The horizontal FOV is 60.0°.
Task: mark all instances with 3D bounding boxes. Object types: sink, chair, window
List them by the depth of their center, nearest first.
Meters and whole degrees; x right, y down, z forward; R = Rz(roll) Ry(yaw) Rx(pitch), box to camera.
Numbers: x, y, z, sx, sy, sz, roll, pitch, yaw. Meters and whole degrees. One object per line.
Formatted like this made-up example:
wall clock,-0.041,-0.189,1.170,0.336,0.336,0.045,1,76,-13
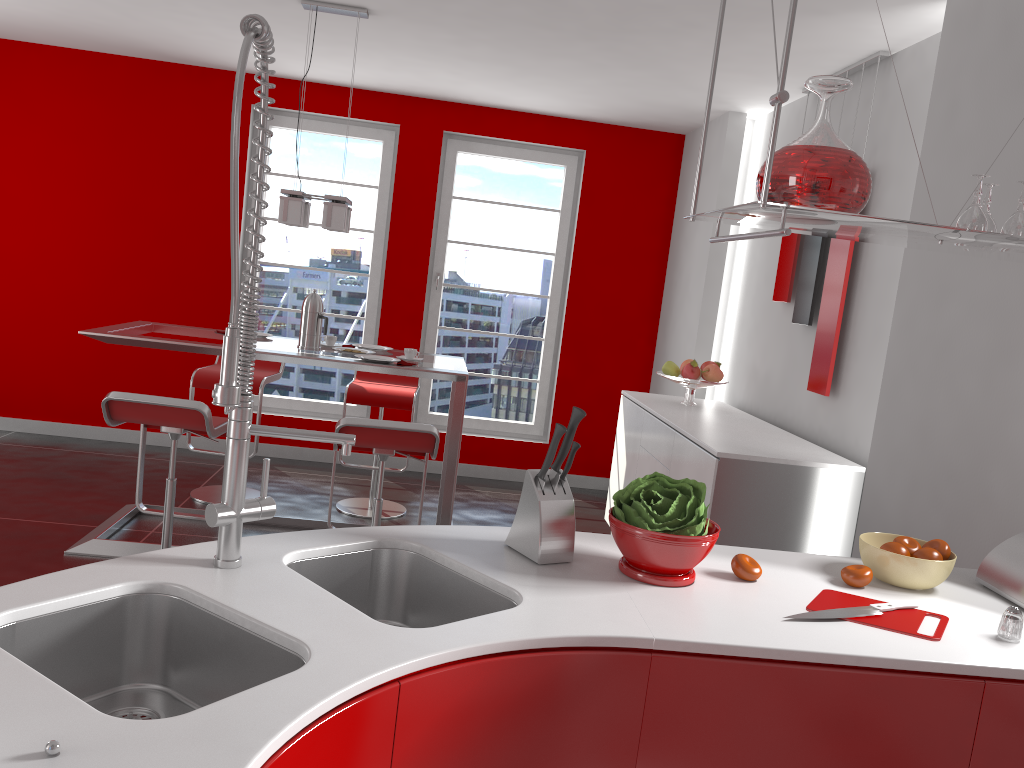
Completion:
sink,-0.530,0.467,1.275,0.428,0.172,0.326,11,8,33
sink,-0.218,0.461,1.649,0.326,0.172,0.428,0,9,-44
chair,-1.381,0.444,3.564,0.418,0.857,0.460,7,7,-1
chair,-0.554,0.536,3.640,0.418,0.857,0.460,6,7,-10
chair,-1.602,0.231,5.141,0.418,0.857,0.460,7,7,2
chair,-0.786,0.319,5.242,0.418,0.857,0.460,7,7,-3
window,-1.398,-0.813,6.269,0.938,2.038,0.117,6,7,-6
window,-0.112,-0.671,6.396,0.938,2.038,0.117,6,7,-6

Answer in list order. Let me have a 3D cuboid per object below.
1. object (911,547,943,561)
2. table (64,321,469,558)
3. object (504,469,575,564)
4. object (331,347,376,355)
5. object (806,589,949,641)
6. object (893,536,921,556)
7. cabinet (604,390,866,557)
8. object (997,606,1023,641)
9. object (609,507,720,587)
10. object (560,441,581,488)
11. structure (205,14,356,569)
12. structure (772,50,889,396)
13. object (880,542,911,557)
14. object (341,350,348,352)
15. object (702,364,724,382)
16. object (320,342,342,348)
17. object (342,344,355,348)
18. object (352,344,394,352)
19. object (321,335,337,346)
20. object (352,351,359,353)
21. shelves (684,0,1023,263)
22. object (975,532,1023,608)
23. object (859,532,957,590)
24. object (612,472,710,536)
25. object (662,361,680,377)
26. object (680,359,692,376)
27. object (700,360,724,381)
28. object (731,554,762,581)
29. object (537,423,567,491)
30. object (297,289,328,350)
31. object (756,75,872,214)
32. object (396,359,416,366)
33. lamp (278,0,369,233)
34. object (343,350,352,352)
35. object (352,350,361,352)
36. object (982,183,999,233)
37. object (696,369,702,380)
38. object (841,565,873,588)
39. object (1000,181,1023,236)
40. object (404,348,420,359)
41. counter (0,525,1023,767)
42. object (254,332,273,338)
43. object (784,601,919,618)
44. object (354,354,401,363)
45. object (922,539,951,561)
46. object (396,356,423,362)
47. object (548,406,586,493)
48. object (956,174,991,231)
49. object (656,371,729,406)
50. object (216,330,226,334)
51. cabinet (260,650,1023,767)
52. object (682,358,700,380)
object,0.912,0.384,1.951,0.066,0.049,0.062,6,7,-9
table,-1.129,0.306,4.374,1.700,1.000,0.800,6,7,-6
object,0.066,0.269,1.870,0.091,0.178,0.137,3,8,-32
object,-0.768,-0.157,4.308,0.217,0.015,0.217,11,8,31
object,0.723,0.454,1.752,0.266,0.006,0.168,10,7,21
object,0.894,0.375,2.009,0.065,0.052,0.062,4,7,-21
cabinet,0.974,0.617,4.429,0.610,0.880,1.802,6,7,-6
object,0.959,0.458,1.702,0.043,0.066,0.042,8,7,7
object,0.306,0.336,1.833,0.229,0.118,0.228,2,8,-34
object,0.105,0.212,1.861,0.009,0.197,0.091,2,8,-34
structure,-0.410,-0.119,1.494,0.178,0.920,0.308,12,8,38
structure,1.469,-0.736,4.280,0.040,1.503,0.820,6,7,-6
object,0.848,0.374,1.964,0.066,0.049,0.062,7,7,2
object,-0.812,-0.158,4.291,0.034,0.006,0.036,9,7,16
object,1.096,-0.058,4.809,0.121,0.101,0.097,4,7,-27
object,-0.916,-0.193,4.467,0.119,0.016,0.119,6,7,-8
object,-0.861,-0.200,4.592,0.095,0.012,0.234,6,7,-7
object,-0.723,-0.186,4.602,0.217,0.015,0.217,3,8,-30
object,-0.920,-0.218,4.469,0.078,0.049,0.062,12,8,34
object,-0.753,-0.155,4.275,0.034,0.006,0.036,5,7,-17
shelves,0.915,-0.743,1.721,0.934,1.023,0.462,6,7,-6
object,1.253,0.416,1.871,0.300,0.170,0.400,6,7,-6
object,0.882,0.406,1.995,0.201,0.086,0.201,6,7,-5
object,0.302,0.283,1.825,0.198,0.182,0.193,7,7,0
object,0.883,-0.082,4.904,0.100,0.086,0.083,13,9,43
object,0.995,-0.088,5.000,0.096,0.105,0.117,10,7,23
object,1.098,-0.080,4.935,0.117,0.129,0.150,13,9,41
object,0.497,0.389,1.881,0.064,0.048,0.063,3,8,-27
object,0.059,0.212,1.832,0.012,0.279,0.130,2,8,-34
object,-0.950,-0.314,4.285,0.149,0.287,0.113,7,7,2
object,0.591,-0.449,1.712,0.213,0.266,0.213,10,7,22
object,-0.484,-0.096,4.103,0.095,0.012,0.234,6,7,-5
lamp,-0.884,-1.253,4.194,0.304,1.025,0.304,6,7,-6
object,-0.793,-0.162,4.286,0.036,0.006,0.034,9,7,18
object,-0.758,-0.161,4.317,0.036,0.006,0.034,11,8,31
object,1.016,-0.358,1.907,0.060,0.141,0.060,3,8,-29
object,1.009,-0.054,4.919,0.086,0.079,0.084,10,7,22
object,0.748,0.417,1.926,0.065,0.047,0.063,6,7,-6
object,1.047,-0.344,1.829,0.060,0.141,0.060,6,7,-6
object,-0.485,-0.144,4.292,0.078,0.049,0.062,6,7,-6
counter,0.118,0.883,1.289,1.868,0.880,2.865,11,8,28
object,-1.333,-0.252,4.536,0.217,0.015,0.217,9,7,18
object,0.672,0.444,1.728,0.375,0.008,0.041,3,8,-29
object,-0.621,-0.113,4.095,0.217,0.015,0.217,11,8,30
object,0.954,0.379,1.997,0.055,0.058,0.066,4,7,-20
object,-0.496,-0.121,4.294,0.119,0.016,0.119,9,7,14
object,0.088,0.199,1.838,0.014,0.322,0.150,2,8,-34
object,0.949,-0.355,1.818,0.060,0.141,0.060,6,7,-6
object,0.985,0.036,4.905,0.398,0.159,0.398,13,9,43
object,-1.470,-0.266,4.525,0.095,0.012,0.234,6,7,-7
cabinet,0.392,0.887,1.270,1.025,0.761,1.875,12,9,39
object,0.966,-0.080,4.805,0.097,0.133,0.117,5,7,-16
